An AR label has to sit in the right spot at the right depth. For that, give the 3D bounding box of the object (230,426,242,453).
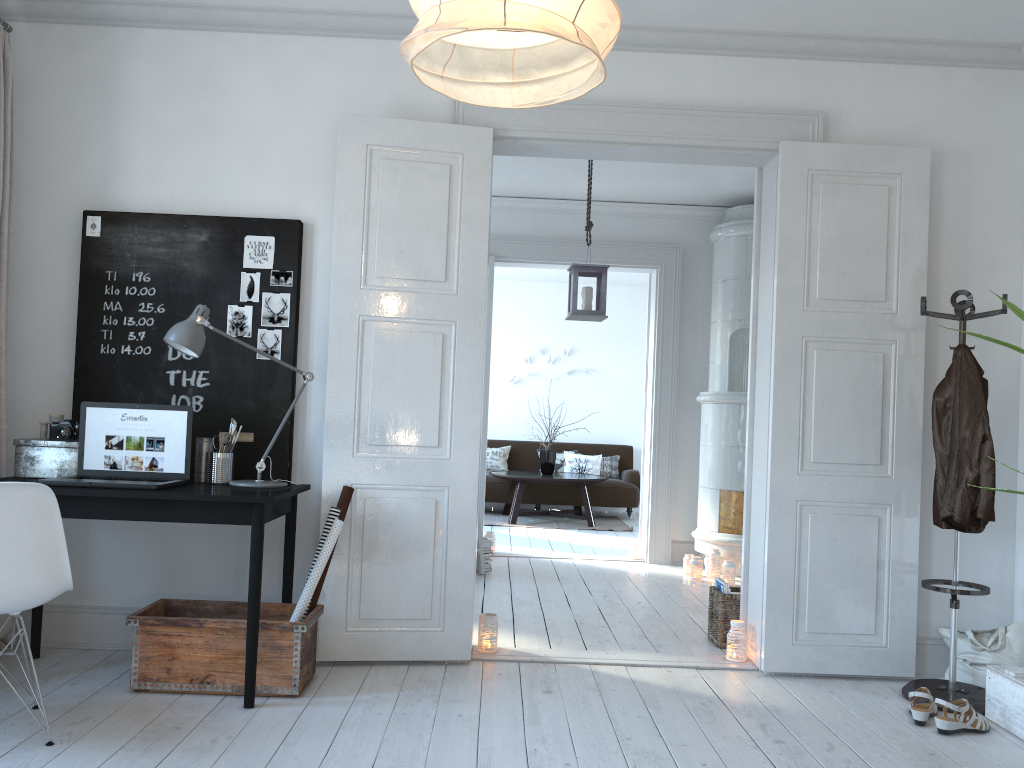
[{"bbox_3d":[-1.160,0.290,3.653,0.084,0.240,0.009,3,-2,-24],"label":"object"}]

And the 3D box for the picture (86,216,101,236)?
[{"bbox_3d":[-1.828,-0.689,3.872,0.061,0.088,0.004,2,-1,-4],"label":"picture"}]

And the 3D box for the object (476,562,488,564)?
[{"bbox_3d":[-0.263,1.260,6.308,0.156,0.014,0.111,0,-3,42],"label":"object"}]

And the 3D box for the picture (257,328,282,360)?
[{"bbox_3d":[-1.060,-0.175,3.872,0.103,0.136,0.001,2,-1,-1],"label":"picture"}]

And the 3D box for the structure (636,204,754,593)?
[{"bbox_3d":[1.646,0.078,6.558,0.800,2.826,1.248,1,-2,44],"label":"structure"}]

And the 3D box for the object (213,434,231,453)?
[{"bbox_3d":[-1.212,0.306,3.663,0.081,0.198,0.050,2,-2,24],"label":"object"}]

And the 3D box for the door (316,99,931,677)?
[{"bbox_3d":[0.505,0.005,4.065,2.598,2.504,0.578,2,-1,-1],"label":"door"}]

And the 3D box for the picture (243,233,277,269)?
[{"bbox_3d":[-1.105,-0.582,3.881,0.147,0.154,0.004,2,-1,-1],"label":"picture"}]

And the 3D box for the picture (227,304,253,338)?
[{"bbox_3d":[-1.189,-0.274,3.872,0.107,0.150,0.001,2,-1,-1],"label":"picture"}]

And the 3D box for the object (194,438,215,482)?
[{"bbox_3d":[-1.292,0.321,3.722,0.079,0.188,0.079,3,-2,-22],"label":"object"}]

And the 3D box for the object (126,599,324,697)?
[{"bbox_3d":[-1.103,1.022,3.448,0.664,0.282,0.339,2,-2,-1],"label":"object"}]

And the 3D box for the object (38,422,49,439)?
[{"bbox_3d":[-1.936,0.193,3.668,0.040,0.069,0.040,3,-2,-13],"label":"object"}]

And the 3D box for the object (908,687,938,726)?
[{"bbox_3d":[1.565,1.209,3.387,0.099,0.125,0.272,1,-2,31],"label":"object"}]

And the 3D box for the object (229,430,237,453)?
[{"bbox_3d":[-1.172,0.299,3.658,0.009,0.221,0.082,2,-2,28],"label":"object"}]

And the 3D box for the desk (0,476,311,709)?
[{"bbox_3d":[-1.449,0.770,3.448,1.159,0.758,0.651,2,-2,-1],"label":"desk"}]

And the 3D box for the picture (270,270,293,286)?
[{"bbox_3d":[-1.008,-0.465,3.881,0.095,0.071,0.001,2,-1,-1],"label":"picture"}]

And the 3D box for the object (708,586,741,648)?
[{"bbox_3d":[1.142,1.166,4.437,0.270,0.264,0.224,2,-2,-1],"label":"object"}]

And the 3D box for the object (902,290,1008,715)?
[{"bbox_3d":[1.828,0.462,3.635,0.374,1.657,0.375,2,-1,7],"label":"object"}]

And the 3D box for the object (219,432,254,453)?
[{"bbox_3d":[-1.156,0.307,3.706,0.138,0.208,0.034,3,-2,-21],"label":"object"}]

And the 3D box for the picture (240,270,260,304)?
[{"bbox_3d":[-1.145,-0.424,3.877,0.083,0.146,0.002,2,-1,-1],"label":"picture"}]

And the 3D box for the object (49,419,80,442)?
[{"bbox_3d":[-1.784,0.185,3.537,0.137,0.087,0.073,2,-2,-1],"label":"object"}]

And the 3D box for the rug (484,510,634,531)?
[{"bbox_3d":[0.380,1.462,9.664,1.710,0.055,1.457,2,-2,0],"label":"rug"}]

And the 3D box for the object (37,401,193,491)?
[{"bbox_3d":[-1.497,0.229,3.374,0.445,0.315,0.326,2,-2,-1],"label":"object"}]

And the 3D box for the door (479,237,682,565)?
[{"bbox_3d":[0.453,0.131,7.079,2.598,2.504,0.578,2,-1,-1],"label":"door"}]

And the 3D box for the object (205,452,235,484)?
[{"bbox_3d":[-1.202,0.346,3.651,0.108,0.128,0.108,2,-2,14],"label":"object"}]

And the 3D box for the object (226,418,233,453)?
[{"bbox_3d":[-1.178,0.274,3.668,0.008,0.267,0.060,2,-1,16],"label":"object"}]

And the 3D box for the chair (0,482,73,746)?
[{"bbox_3d":[-1.655,0.701,2.806,0.474,0.824,0.554,4,-2,-36],"label":"chair"}]

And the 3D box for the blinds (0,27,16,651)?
[{"bbox_3d":[-2.144,-0.208,3.396,0.225,2.646,0.831,2,-1,-1],"label":"blinds"}]

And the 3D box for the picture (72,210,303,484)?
[{"bbox_3d":[-1.427,-0.157,3.896,0.953,1.171,0.064,2,-1,-1],"label":"picture"}]

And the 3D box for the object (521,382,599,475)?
[{"bbox_3d":[0.530,0.459,9.601,0.846,1.065,0.525,3,-2,-30],"label":"object"}]

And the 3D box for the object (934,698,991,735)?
[{"bbox_3d":[1.658,1.207,3.248,0.272,0.125,0.099,4,-2,-28],"label":"object"}]

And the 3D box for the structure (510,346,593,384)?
[{"bbox_3d":[0.495,-0.220,10.933,1.025,0.478,0.085,2,-1,-1],"label":"structure"}]

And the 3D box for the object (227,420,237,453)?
[{"bbox_3d":[-1.174,0.277,3.668,0.012,0.264,0.062,1,-2,41],"label":"object"}]

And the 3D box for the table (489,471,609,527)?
[{"bbox_3d":[0.389,1.237,9.643,1.300,0.503,1.300,3,-2,-11],"label":"table"}]

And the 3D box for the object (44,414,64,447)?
[{"bbox_3d":[-1.880,0.189,3.603,0.056,0.130,0.167,2,-2,-2],"label":"object"}]

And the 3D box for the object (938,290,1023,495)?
[{"bbox_3d":[1.844,0.474,2.678,1.043,1.553,0.289,1,-2,29],"label":"object"}]

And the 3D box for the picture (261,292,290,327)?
[{"bbox_3d":[-1.033,-0.327,3.876,0.121,0.152,0.002,2,-1,-1],"label":"picture"}]
